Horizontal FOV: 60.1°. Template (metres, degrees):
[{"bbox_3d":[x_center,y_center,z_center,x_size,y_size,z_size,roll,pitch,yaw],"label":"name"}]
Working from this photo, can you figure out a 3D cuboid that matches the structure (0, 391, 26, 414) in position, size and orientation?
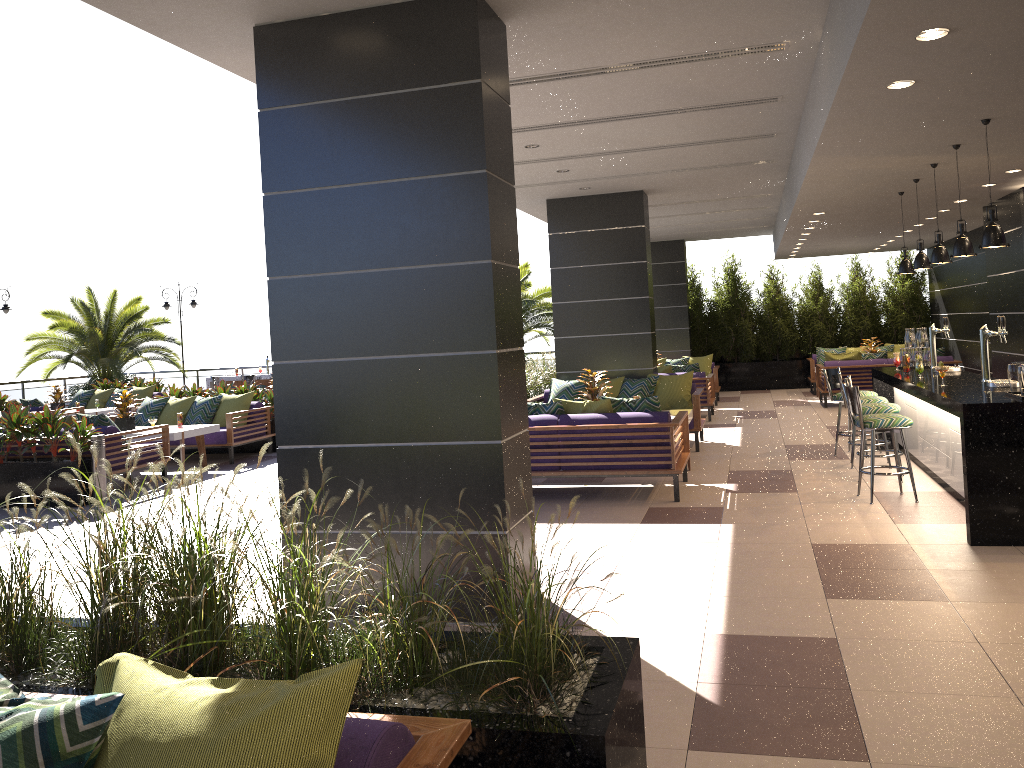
[{"bbox_3d":[-8.766,0.708,14.293,2.246,1.172,0.715,-3,1,12],"label":"structure"}]

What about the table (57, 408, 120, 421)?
[{"bbox_3d":[-8.185,0.783,16.104,2.035,0.554,0.943,-2,2,15],"label":"table"}]

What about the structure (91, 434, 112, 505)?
[{"bbox_3d":[-4.247,0.880,9.113,0.100,0.700,0.180,-3,0,15],"label":"structure"}]

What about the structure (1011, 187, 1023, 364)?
[{"bbox_3d":[4.994,-0.573,7.289,0.530,2.759,4.638,-3,2,15],"label":"structure"}]

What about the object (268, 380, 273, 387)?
[{"bbox_3d":[-3.915,0.069,14.903,0.424,0.526,0.431,-3,1,27],"label":"object"}]

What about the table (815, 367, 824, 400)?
[{"bbox_3d":[6.588,-0.047,15.983,2.035,0.554,0.943,-2,2,15],"label":"table"}]

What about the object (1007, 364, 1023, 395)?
[{"bbox_3d":[3.391,-0.030,5.948,0.105,0.209,0.105,-3,0,20],"label":"object"}]

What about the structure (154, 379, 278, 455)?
[{"bbox_3d":[-4.383,0.526,13.125,2.417,1.174,0.701,-2,1,17],"label":"structure"}]

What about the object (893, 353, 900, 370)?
[{"bbox_3d":[4.001,-0.234,9.204,0.069,0.181,0.068,-3,0,-13],"label":"object"}]

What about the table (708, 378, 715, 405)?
[{"bbox_3d":[2.498,0.212,15.496,2.035,0.554,0.943,-2,2,15],"label":"table"}]

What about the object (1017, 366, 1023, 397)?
[{"bbox_3d":[3.323,-0.012,5.710,0.105,0.209,0.105,-3,0,20],"label":"object"}]

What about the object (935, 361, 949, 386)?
[{"bbox_3d":[3.407,-0.084,7.008,0.105,0.197,0.106,-3,1,43],"label":"object"}]

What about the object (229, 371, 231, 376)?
[{"bbox_3d":[-6.593,-0.198,20.767,0.105,0.209,0.105,-3,0,-10],"label":"object"}]

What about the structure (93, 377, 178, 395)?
[{"bbox_3d":[-7.736,0.439,18.017,2.249,1.172,0.738,-3,1,17],"label":"structure"}]

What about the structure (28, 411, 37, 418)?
[{"bbox_3d":[-7.570,0.793,14.000,0.100,0.700,0.180,-3,0,15],"label":"structure"}]

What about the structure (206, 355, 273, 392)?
[{"bbox_3d":[-4.789,-0.026,20.130,4.397,1.329,0.805,-2,1,15],"label":"structure"}]

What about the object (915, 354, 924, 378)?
[{"bbox_3d":[3.665,-0.160,7.962,0.069,0.211,0.069,-3,0,-2],"label":"object"}]

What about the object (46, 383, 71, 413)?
[{"bbox_3d":[-8.271,0.250,16.072,0.429,0.526,0.426,-2,1,42],"label":"object"}]

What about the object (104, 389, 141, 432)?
[{"bbox_3d":[-4.909,0.331,11.244,0.429,0.526,0.426,-3,1,32],"label":"object"}]

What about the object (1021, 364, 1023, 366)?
[{"bbox_3d":[3.407,-0.023,5.819,0.105,0.209,0.105,-3,0,20],"label":"object"}]

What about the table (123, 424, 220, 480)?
[{"bbox_3d":[-4.872,0.868,11.266,2.035,0.554,0.943,-2,2,15],"label":"table"}]

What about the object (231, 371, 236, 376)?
[{"bbox_3d":[-6.504,-0.198,20.681,0.105,0.209,0.105,-3,0,-10],"label":"object"}]

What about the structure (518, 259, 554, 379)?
[{"bbox_3d":[-0.382,-1.188,18.870,3.807,3.303,3.748,-4,2,-32],"label":"structure"}]

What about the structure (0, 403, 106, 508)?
[{"bbox_3d":[-5.390,0.792,9.413,2.249,1.172,0.738,-3,1,17],"label":"structure"}]

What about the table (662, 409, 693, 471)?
[{"bbox_3d":[0.922,0.630,9.666,2.035,0.554,0.943,-2,2,15],"label":"table"}]

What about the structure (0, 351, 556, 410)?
[{"bbox_3d":[-6.741,0.596,13.466,12.905,1.058,17.532,-2,3,15],"label":"structure"}]

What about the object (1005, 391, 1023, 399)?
[{"bbox_3d":[3.437,0.071,5.807,0.272,0.018,0.438,-2,3,15],"label":"object"}]

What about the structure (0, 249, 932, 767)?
[{"bbox_3d":[2.178,-0.637,8.007,7.809,3.121,24.769,-2,3,15],"label":"structure"}]

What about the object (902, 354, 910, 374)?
[{"bbox_3d":[3.839,-0.196,8.620,0.066,0.190,0.085,-3,0,40],"label":"object"}]

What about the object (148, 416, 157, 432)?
[{"bbox_3d":[-4.395,0.490,10.833,0.106,0.197,0.105,-4,1,-42],"label":"object"}]

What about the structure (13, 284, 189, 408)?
[{"bbox_3d":[-9.827,-0.793,21.368,3.804,3.303,3.751,-4,2,-17],"label":"structure"}]

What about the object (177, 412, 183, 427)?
[{"bbox_3d":[-4.259,0.456,11.360,0.067,0.190,0.084,-3,0,-45],"label":"object"}]
